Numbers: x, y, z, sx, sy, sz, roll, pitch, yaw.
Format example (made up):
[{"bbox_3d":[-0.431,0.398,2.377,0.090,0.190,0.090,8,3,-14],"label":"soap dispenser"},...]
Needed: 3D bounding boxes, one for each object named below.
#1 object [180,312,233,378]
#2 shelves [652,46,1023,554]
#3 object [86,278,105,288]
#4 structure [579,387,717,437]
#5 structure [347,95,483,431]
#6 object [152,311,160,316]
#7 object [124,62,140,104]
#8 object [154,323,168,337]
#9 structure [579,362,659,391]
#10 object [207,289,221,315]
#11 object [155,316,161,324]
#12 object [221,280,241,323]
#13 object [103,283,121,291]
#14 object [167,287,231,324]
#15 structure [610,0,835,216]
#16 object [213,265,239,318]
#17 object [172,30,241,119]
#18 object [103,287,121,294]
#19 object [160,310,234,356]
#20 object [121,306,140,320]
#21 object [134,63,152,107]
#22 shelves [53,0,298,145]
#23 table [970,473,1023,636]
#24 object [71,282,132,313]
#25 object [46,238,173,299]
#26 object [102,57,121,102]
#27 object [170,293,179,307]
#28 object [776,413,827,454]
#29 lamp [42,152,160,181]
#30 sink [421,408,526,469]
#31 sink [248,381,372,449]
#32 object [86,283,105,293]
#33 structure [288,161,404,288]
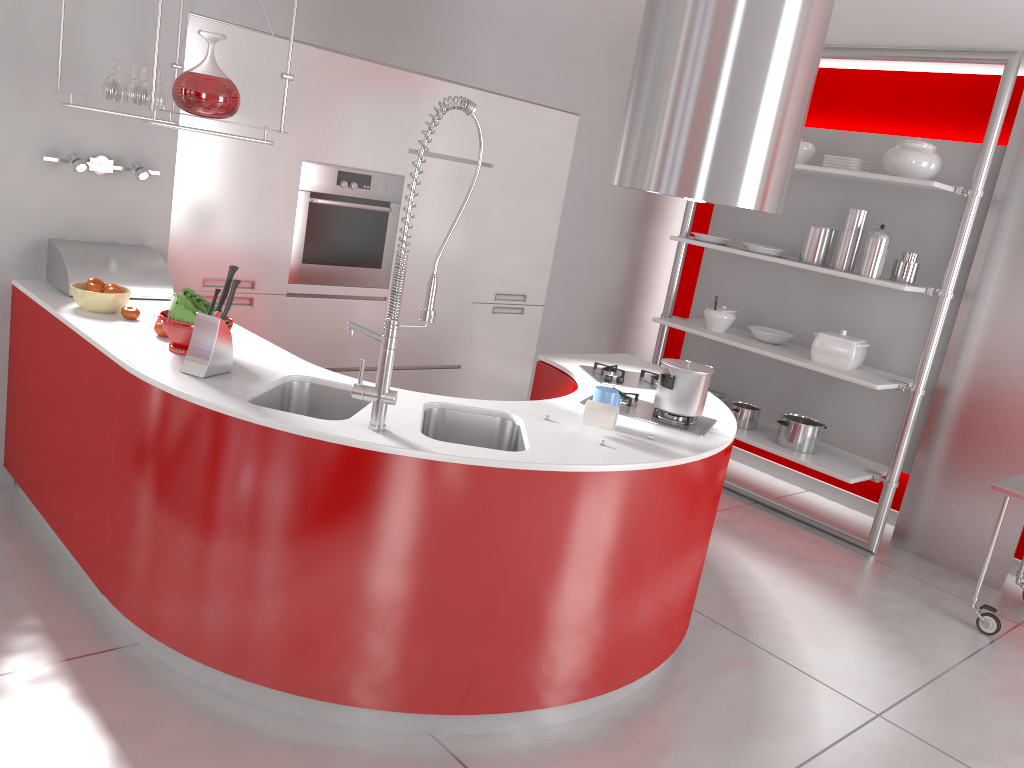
[{"bbox_3d":[-0.923,-0.124,2.702,0.091,0.178,0.137,15,14,18],"label":"object"},{"bbox_3d":[1.620,-0.572,5.082,0.535,2.599,1.735,-2,18,-43],"label":"shelves"},{"bbox_3d":[-1.552,-0.365,3.304,0.055,0.058,0.066,18,15,30],"label":"object"},{"bbox_3d":[0.501,0.086,3.221,0.457,0.037,0.303,15,14,20],"label":"structure"},{"bbox_3d":[-0.289,-0.330,2.430,0.308,0.920,0.178,10,13,-1],"label":"structure"},{"bbox_3d":[-1.184,-0.225,3.285,0.375,0.008,0.041,16,14,21],"label":"object"},{"bbox_3d":[-1.361,-1.080,3.189,0.060,0.141,0.060,-2,18,-43],"label":"object"},{"bbox_3d":[-1.198,-0.187,3.050,0.064,0.048,0.063,16,14,23],"label":"object"},{"bbox_3d":[0.539,-0.031,3.741,0.457,0.037,0.303,7,14,-14],"label":"structure"},{"bbox_3d":[-0.929,-0.193,2.712,0.009,0.197,0.091,14,14,16],"label":"object"},{"bbox_3d":[-1.233,-0.233,3.312,0.168,0.006,0.266,6,14,-17],"label":"object"},{"bbox_3d":[-0.880,-0.178,2.696,0.012,0.279,0.130,14,14,16],"label":"object"},{"bbox_3d":[-1.492,-0.349,3.304,0.066,0.049,0.062,22,18,41],"label":"object"},{"bbox_3d":[-1.025,-0.212,2.902,0.193,0.182,0.198,0,17,-38],"label":"object"},{"bbox_3d":[0.766,-1.141,3.207,0.644,0.958,0.644,13,13,11],"label":"structure"},{"bbox_3d":[-0.899,-0.201,2.709,0.014,0.322,0.150,14,14,16],"label":"object"},{"bbox_3d":[-0.989,-1.006,2.891,0.213,0.266,0.213,6,14,-16],"label":"object"},{"bbox_3d":[-1.464,-0.331,3.246,0.062,0.049,0.066,1,16,-36],"label":"object"},{"bbox_3d":[-1.042,-0.164,2.921,0.229,0.118,0.228,14,14,16],"label":"object"},{"bbox_3d":[-1.383,-0.256,3.213,0.063,0.047,0.065,-3,18,-44],"label":"object"},{"bbox_3d":[-1.294,-1.051,3.121,0.060,0.141,0.060,-2,18,-43],"label":"object"},{"bbox_3d":[-1.138,-1.402,3.003,0.462,1.023,0.934,-2,18,-43],"label":"shelves"},{"bbox_3d":[2.862,0.983,3.695,0.749,0.682,1.627,-2,18,-42],"label":"table"},{"bbox_3d":[-1.513,-0.312,3.264,0.201,0.086,0.201,-2,18,-42],"label":"object"},{"bbox_3d":[-1.629,-0.466,3.605,0.400,0.170,0.300,-2,18,-43],"label":"object"},{"bbox_3d":[-1.404,-1.070,3.116,0.060,0.141,0.060,16,14,22],"label":"object"},{"bbox_3d":[-1.330,-0.329,3.511,0.042,0.066,0.043,2,15,-31],"label":"object"},{"bbox_3d":[1.639,0.280,5.048,0.240,0.161,0.259,17,15,27],"label":"object"},{"bbox_3d":[-1.628,-0.872,3.563,0.454,0.081,0.155,-2,18,-43],"label":"lamp"},{"bbox_3d":[-0.132,0.225,2.700,0.326,0.172,0.428,9,13,-6],"label":"sink"},{"bbox_3d":[-0.611,0.138,2.702,0.326,0.172,0.428,12,13,6],"label":"sink"},{"bbox_3d":[-1.527,-0.344,3.253,0.065,0.052,0.062,18,15,29],"label":"object"},{"bbox_3d":[-0.818,-0.782,4.468,0.599,0.589,0.050,-2,18,-43],"label":"structure"}]
